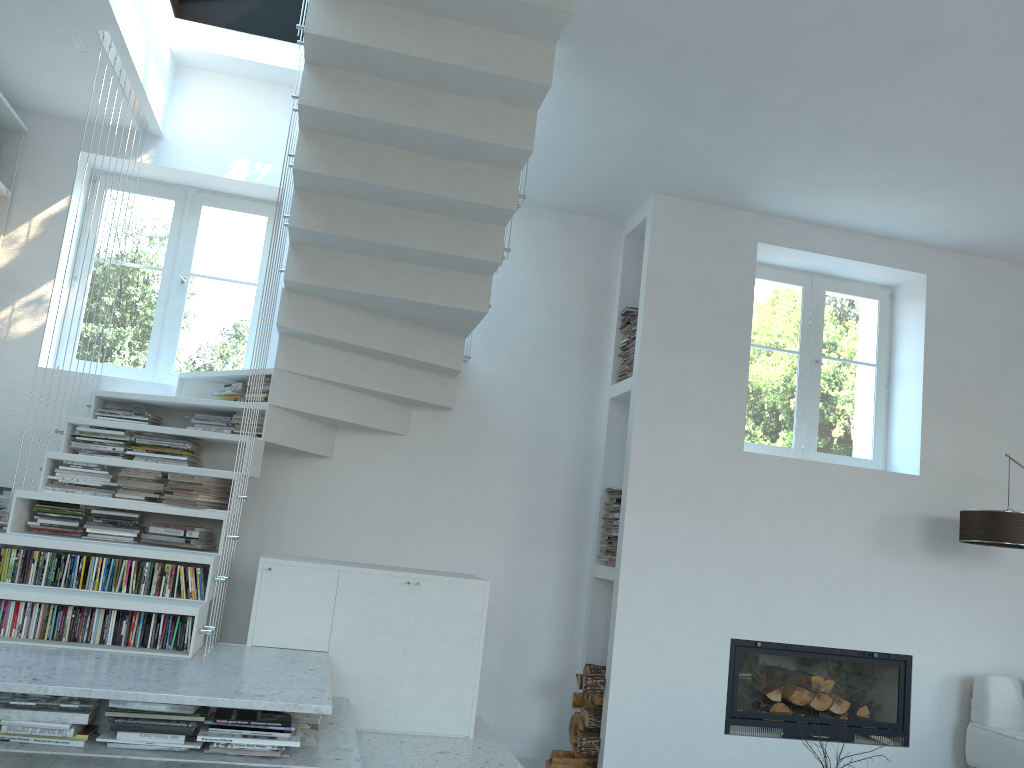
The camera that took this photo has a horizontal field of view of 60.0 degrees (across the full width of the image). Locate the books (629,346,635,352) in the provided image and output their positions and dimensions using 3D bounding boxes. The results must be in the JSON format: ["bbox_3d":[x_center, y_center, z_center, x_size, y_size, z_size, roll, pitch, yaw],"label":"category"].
[{"bbox_3d":[0.803,-0.188,5.094,0.232,0.017,0.135,8,-10,-9],"label":"books"}]

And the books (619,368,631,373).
[{"bbox_3d":[0.784,-0.055,5.279,0.254,0.012,0.161,9,-10,-12],"label":"books"}]

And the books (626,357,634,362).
[{"bbox_3d":[0.794,-0.119,5.088,0.257,0.006,0.136,8,-10,-7],"label":"books"}]

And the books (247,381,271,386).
[{"bbox_3d":[-1.216,0.020,4.544,0.135,0.017,0.251,-1,-13,38],"label":"books"}]

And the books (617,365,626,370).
[{"bbox_3d":[0.786,-0.076,5.282,0.290,0.008,0.147,8,-10,-7],"label":"books"}]

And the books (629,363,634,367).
[{"bbox_3d":[0.793,-0.099,5.080,0.208,0.013,0.140,9,-10,-12],"label":"books"}]

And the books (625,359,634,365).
[{"bbox_3d":[0.792,-0.110,5.090,0.249,0.013,0.151,9,-10,-13],"label":"books"}]

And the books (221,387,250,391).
[{"bbox_3d":[-1.406,0.047,4.701,0.175,0.012,0.265,14,-13,-39],"label":"books"}]

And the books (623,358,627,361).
[{"bbox_3d":[0.792,-0.136,5.298,0.223,0.011,0.135,9,-10,-16],"label":"books"}]

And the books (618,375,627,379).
[{"bbox_3d":[0.778,-0.019,5.282,0.264,0.012,0.143,9,-10,-12],"label":"books"}]

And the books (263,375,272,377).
[{"bbox_3d":[-1.197,-0.023,4.539,0.160,0.014,0.227,-2,-13,41],"label":"books"}]

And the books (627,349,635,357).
[{"bbox_3d":[0.797,-0.163,5.108,0.237,0.014,0.158,7,-10,-6],"label":"books"}]

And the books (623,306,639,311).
[{"bbox_3d":[0.816,-0.429,5.357,0.283,0.008,0.140,7,-10,-6],"label":"books"}]

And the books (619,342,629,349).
[{"bbox_3d":[0.798,-0.210,5.331,0.292,0.013,0.127,9,-10,-15],"label":"books"}]

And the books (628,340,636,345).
[{"bbox_3d":[0.807,-0.218,5.094,0.254,0.006,0.128,8,-10,-10],"label":"books"}]

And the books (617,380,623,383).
[{"bbox_3d":[0.777,0.011,5.263,0.290,0.013,0.157,9,-10,-15],"label":"books"}]

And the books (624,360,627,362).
[{"bbox_3d":[0.789,-0.126,5.302,0.219,0.008,0.132,8,-10,-8],"label":"books"}]

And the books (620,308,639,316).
[{"bbox_3d":[0.814,-0.416,5.359,0.288,0.017,0.136,8,-10,-7],"label":"books"}]

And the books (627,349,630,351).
[{"bbox_3d":[0.800,-0.178,5.288,0.233,0.015,0.170,7,-10,-6],"label":"books"}]

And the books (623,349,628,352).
[{"bbox_3d":[0.799,-0.189,5.311,0.220,0.011,0.178,9,-10,-12],"label":"books"}]

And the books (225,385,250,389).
[{"bbox_3d":[-1.401,0.036,4.706,0.173,0.014,0.196,15,-13,-41],"label":"books"}]

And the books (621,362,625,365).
[{"bbox_3d":[0.788,-0.104,5.295,0.245,0.016,0.137,9,-10,-14],"label":"books"}]

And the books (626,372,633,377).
[{"bbox_3d":[0.787,-0.042,5.081,0.225,0.011,0.143,9,-10,-14],"label":"books"}]

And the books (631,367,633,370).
[{"bbox_3d":[0.792,-0.085,5.075,0.192,0.016,0.121,7,-10,-6],"label":"books"}]

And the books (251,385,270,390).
[{"bbox_3d":[-1.194,0.041,4.521,0.191,0.028,0.213,-2,-13,40],"label":"books"}]

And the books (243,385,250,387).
[{"bbox_3d":[-1.394,0.028,4.713,0.157,0.005,0.268,15,-13,-41],"label":"books"}]

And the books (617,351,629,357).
[{"bbox_3d":[0.794,-0.159,5.303,0.298,0.007,0.147,8,-10,-10],"label":"books"}]

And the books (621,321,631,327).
[{"bbox_3d":[0.816,-0.341,5.334,0.289,0.006,0.164,8,-10,-7],"label":"books"}]

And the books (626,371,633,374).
[{"bbox_3d":[0.784,-0.055,5.091,0.208,0.008,0.164,9,-10,-16],"label":"books"}]

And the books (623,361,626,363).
[{"bbox_3d":[0.789,-0.117,5.297,0.223,0.011,0.135,9,-10,-15],"label":"books"}]

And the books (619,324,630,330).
[{"bbox_3d":[0.808,-0.323,5.359,0.300,0.007,0.127,8,-10,-11],"label":"books"}]

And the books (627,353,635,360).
[{"bbox_3d":[0.797,-0.144,5.091,0.234,0.016,0.147,8,-10,-10],"label":"books"}]

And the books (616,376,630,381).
[{"bbox_3d":[0.778,-0.011,5.277,0.290,0.007,0.130,9,-10,-16],"label":"books"}]

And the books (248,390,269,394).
[{"bbox_3d":[-1.201,0.060,4.522,0.163,0.010,0.257,0,-12,33],"label":"books"}]

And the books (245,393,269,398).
[{"bbox_3d":[-1.205,0.082,4.519,0.181,0.017,0.250,-1,-13,38],"label":"books"}]

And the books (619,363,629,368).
[{"bbox_3d":[0.788,-0.089,5.280,0.264,0.019,0.170,9,-10,-12],"label":"books"}]

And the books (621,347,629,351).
[{"bbox_3d":[0.802,-0.199,5.302,0.249,0.006,0.189,9,-10,-14],"label":"books"}]

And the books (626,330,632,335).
[{"bbox_3d":[0.809,-0.292,5.334,0.221,0.018,0.154,8,-10,-7],"label":"books"}]

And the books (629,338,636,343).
[{"bbox_3d":[0.805,-0.236,5.116,0.219,0.012,0.159,8,-10,-8],"label":"books"}]

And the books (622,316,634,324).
[{"bbox_3d":[0.820,-0.364,5.333,0.281,0.014,0.170,7,-10,-6],"label":"books"}]

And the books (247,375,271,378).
[{"bbox_3d":[-1.214,-0.008,4.549,0.128,0.016,0.261,-2,-13,39],"label":"books"}]

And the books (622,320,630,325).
[{"bbox_3d":[0.813,-0.349,5.356,0.273,0.009,0.129,8,-10,-8],"label":"books"}]

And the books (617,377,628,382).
[{"bbox_3d":[0.778,-0.006,5.270,0.273,0.006,0.158,9,-10,-13],"label":"books"}]

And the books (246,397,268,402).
[{"bbox_3d":[-1.219,0.098,4.526,0.142,0.015,0.247,-1,-12,36],"label":"books"}]

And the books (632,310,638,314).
[{"bbox_3d":[0.815,-0.403,5.340,0.199,0.016,0.183,9,-10,-13],"label":"books"}]

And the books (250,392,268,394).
[{"bbox_3d":[-1.217,0.070,4.532,0.133,0.009,0.210,-3,-13,42],"label":"books"}]

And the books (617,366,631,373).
[{"bbox_3d":[0.785,-0.067,5.279,0.283,0.010,0.169,8,-10,-11],"label":"books"}]

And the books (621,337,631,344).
[{"bbox_3d":[0.800,-0.241,5.341,0.266,0.016,0.138,8,-10,-11],"label":"books"}]

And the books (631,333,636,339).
[{"bbox_3d":[0.811,-0.266,5.110,0.214,0.020,0.141,8,-10,-9],"label":"books"}]

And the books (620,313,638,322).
[{"bbox_3d":[0.821,-0.379,5.336,0.299,0.006,0.193,8,-10,-11],"label":"books"}]

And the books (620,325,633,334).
[{"bbox_3d":[0.813,-0.309,5.324,0.294,0.013,0.184,8,-10,-9],"label":"books"}]

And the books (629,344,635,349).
[{"bbox_3d":[0.804,-0.201,5.099,0.236,0.009,0.129,7,-10,-6],"label":"books"}]

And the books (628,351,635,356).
[{"bbox_3d":[0.799,-0.156,5.088,0.241,0.007,0.133,8,-10,-9],"label":"books"}]

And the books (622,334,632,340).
[{"bbox_3d":[0.806,-0.260,5.326,0.267,0.017,0.156,8,-10,-7],"label":"books"}]

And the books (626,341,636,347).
[{"bbox_3d":[0.805,-0.210,5.099,0.260,0.009,0.140,9,-10,-12],"label":"books"}]

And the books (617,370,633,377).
[{"bbox_3d":[0.785,-0.044,5.267,0.275,0.014,0.174,9,-10,-14],"label":"books"}]

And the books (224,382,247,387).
[{"bbox_3d":[-1.393,0.019,4.715,0.157,0.014,0.300,15,-13,-41],"label":"books"}]

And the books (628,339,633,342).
[{"bbox_3d":[0.804,-0.228,5.311,0.238,0.018,0.173,7,-10,-6],"label":"books"}]

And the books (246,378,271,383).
[{"bbox_3d":[-1.189,0.005,4.526,0.175,0.012,0.284,0,-12,33],"label":"books"}]
